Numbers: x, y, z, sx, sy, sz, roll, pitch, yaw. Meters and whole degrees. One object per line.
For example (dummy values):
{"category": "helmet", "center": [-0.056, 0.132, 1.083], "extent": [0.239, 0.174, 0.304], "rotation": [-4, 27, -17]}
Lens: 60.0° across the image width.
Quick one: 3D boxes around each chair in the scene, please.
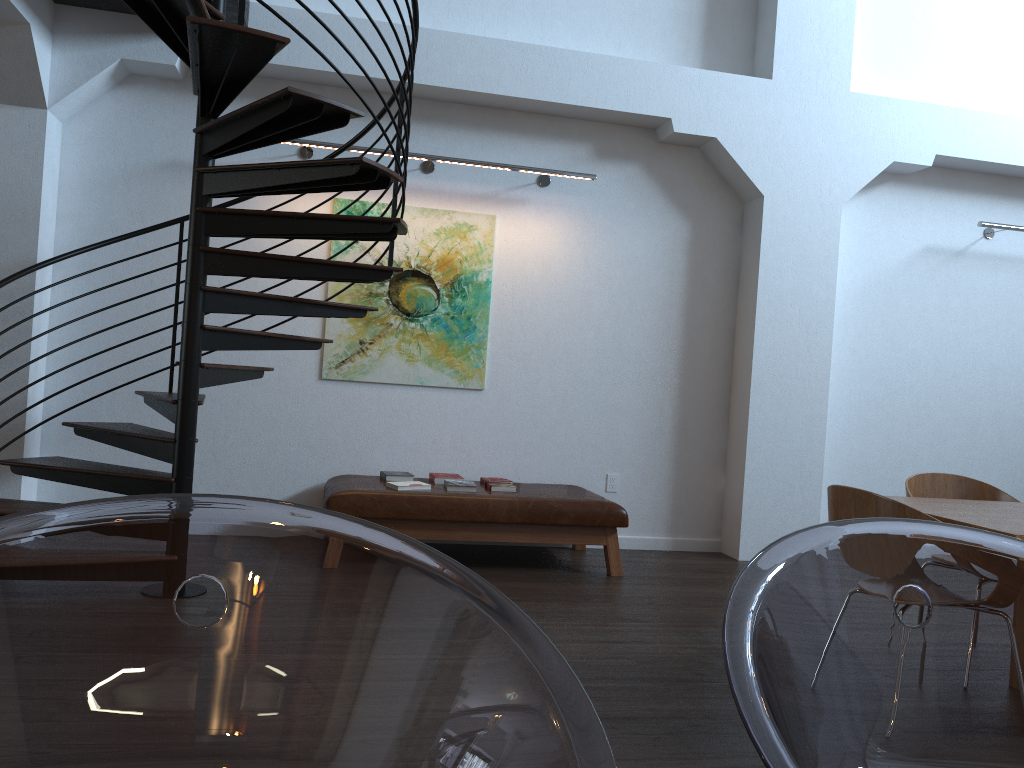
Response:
{"category": "chair", "center": [2.091, 0.847, 4.009], "extent": [0.629, 0.830, 0.617], "rotation": [4, 0, -12]}
{"category": "chair", "center": [0.386, 0.640, 0.630], "extent": [0.530, 1.014, 0.481], "rotation": [4, 0, -10]}
{"category": "chair", "center": [-0.226, 0.597, 0.475], "extent": [0.530, 1.014, 0.481], "rotation": [4, 0, -14]}
{"category": "chair", "center": [1.468, 0.806, 3.287], "extent": [0.618, 0.833, 0.629], "rotation": [4, 0, -17]}

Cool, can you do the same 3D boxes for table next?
{"category": "table", "center": [3.346, 0.978, 3.678], "extent": [3.803, 0.750, 1.012], "rotation": [4, 0, -12]}

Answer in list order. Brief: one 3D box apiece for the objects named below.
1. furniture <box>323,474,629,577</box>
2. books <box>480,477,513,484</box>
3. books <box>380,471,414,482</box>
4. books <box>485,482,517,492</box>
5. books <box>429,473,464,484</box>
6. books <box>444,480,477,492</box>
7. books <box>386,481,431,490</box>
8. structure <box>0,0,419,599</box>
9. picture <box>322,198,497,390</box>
{"category": "furniture", "center": [-0.272, 0.872, 5.612], "extent": [1.819, 0.453, 0.907], "rotation": [4, 0, -12]}
{"category": "books", "center": [-0.103, 0.643, 5.837], "extent": [0.161, 0.036, 0.224], "rotation": [4, 0, -17]}
{"category": "books", "center": [-0.741, 0.596, 5.721], "extent": [0.183, 0.044, 0.254], "rotation": [4, 0, -17]}
{"category": "books", "center": [-0.071, 0.644, 5.555], "extent": [0.161, 0.032, 0.224], "rotation": [4, 0, -12]}
{"category": "books", "center": [-0.426, 0.616, 5.767], "extent": [0.197, 0.043, 0.283], "rotation": [4, 0, -12]}
{"category": "books", "center": [-0.318, 0.625, 5.445], "extent": [0.185, 0.040, 0.247], "rotation": [4, 0, -9]}
{"category": "books", "center": [-0.621, 0.610, 5.332], "extent": [0.223, 0.031, 0.161], "rotation": [4, 0, -34]}
{"category": "structure", "center": [-1.487, -1.165, 4.303], "extent": [1.998, 4.352, 1.998], "rotation": [4, 0, 39]}
{"category": "picture", "center": [-0.683, -0.596, 5.973], "extent": [1.095, 1.200, 0.010], "rotation": [4, 0, -12]}
